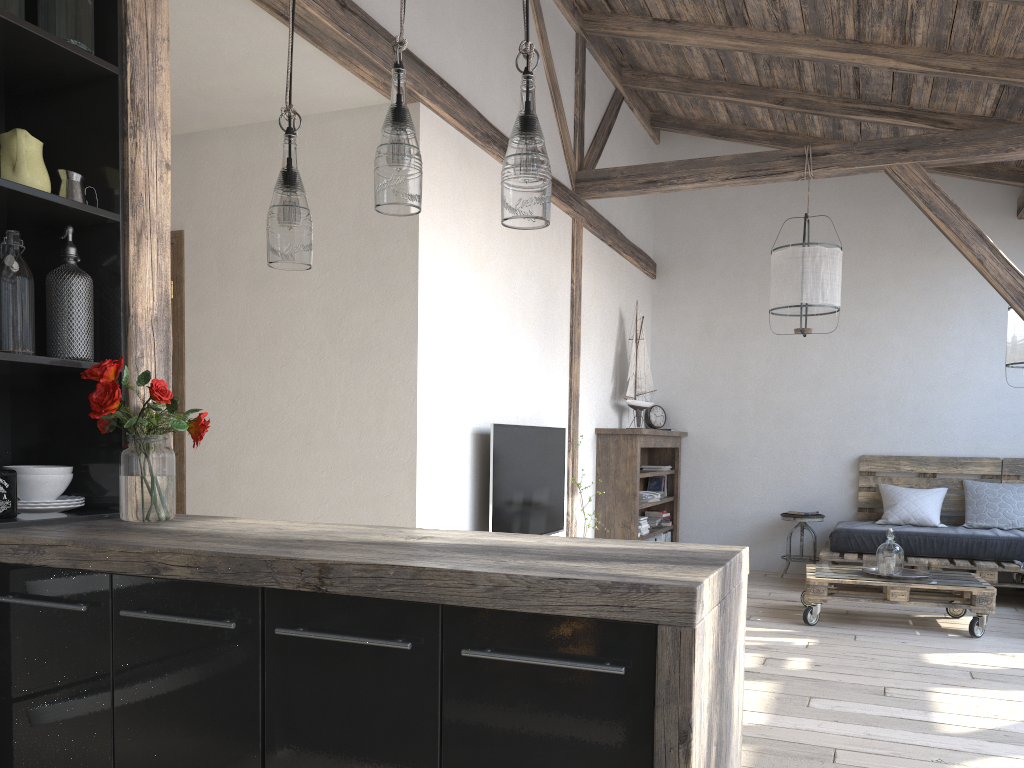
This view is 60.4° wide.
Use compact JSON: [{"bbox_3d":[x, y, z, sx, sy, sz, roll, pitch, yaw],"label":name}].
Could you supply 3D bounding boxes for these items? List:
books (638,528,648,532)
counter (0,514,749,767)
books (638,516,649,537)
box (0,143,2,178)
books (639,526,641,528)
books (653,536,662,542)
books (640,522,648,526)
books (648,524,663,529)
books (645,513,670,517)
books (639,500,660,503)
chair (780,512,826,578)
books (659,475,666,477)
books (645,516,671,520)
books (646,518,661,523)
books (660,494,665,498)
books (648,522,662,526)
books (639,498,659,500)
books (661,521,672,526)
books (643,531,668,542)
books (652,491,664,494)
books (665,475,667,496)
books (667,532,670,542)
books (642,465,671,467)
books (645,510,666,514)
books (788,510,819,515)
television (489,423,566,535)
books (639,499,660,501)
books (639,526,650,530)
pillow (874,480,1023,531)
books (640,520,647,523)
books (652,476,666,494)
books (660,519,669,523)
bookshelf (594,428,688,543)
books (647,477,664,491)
[{"bbox_3d":[0.951,1.127,6.809,0.157,0.017,0.219,-1,-4,22],"label":"books"},{"bbox_3d":[0.358,0.699,0.760,3.809,0.855,2.243,-1,-3,22],"label":"counter"},{"bbox_3d":[0.884,1.071,6.677,0.206,0.152,0.549,0,-3,22],"label":"books"},{"bbox_3d":[-1.253,-0.514,2.057,0.082,0.114,0.082,1,1,32],"label":"box"},{"bbox_3d":[0.843,1.062,6.510,0.157,0.017,0.219,-1,-4,27],"label":"books"},{"bbox_3d":[1.159,1.369,7.321,0.157,0.213,0.090,1,2,22],"label":"books"},{"bbox_3d":[0.960,1.081,6.814,0.139,0.018,0.185,-1,-4,22],"label":"books"},{"bbox_3d":[1.140,1.182,7.310,0.152,0.024,0.228,-1,-4,31],"label":"books"},{"bbox_3d":[1.247,1.120,7.545,0.157,0.021,0.219,-1,-4,26],"label":"books"},{"bbox_3d":[1.020,0.915,6.906,0.204,0.009,0.258,-1,-4,31],"label":"books"},{"bbox_3d":[2.355,1.313,7.156,0.353,0.523,0.353,1,1,26],"label":"chair"},{"bbox_3d":[1.247,0.871,7.569,0.139,0.192,0.050,1,3,21],"label":"books"},{"bbox_3d":[1.255,1.145,7.551,0.161,0.026,0.203,-1,-4,30],"label":"books"},{"bbox_3d":[1.144,1.137,7.317,0.152,0.024,0.228,0,-4,18],"label":"books"},{"bbox_3d":[1.172,0.938,7.380,0.161,0.030,0.219,-1,-4,25],"label":"books"},{"bbox_3d":[1.142,1.159,7.316,0.159,0.023,0.211,-1,-4,22],"label":"books"},{"bbox_3d":[1.030,0.899,6.926,0.204,0.009,0.258,-1,-4,24],"label":"books"},{"bbox_3d":[1.254,1.194,7.550,0.218,0.030,0.162,0,-4,15],"label":"books"},{"bbox_3d":[1.168,1.358,7.400,0.201,0.249,0.411,1,-2,23],"label":"books"},{"bbox_3d":[1.174,0.911,7.370,0.150,0.021,0.205,-1,-4,26],"label":"books"},{"bbox_3d":[1.269,0.870,7.617,0.135,0.202,0.021,1,3,22],"label":"books"},{"bbox_3d":[1.289,1.388,7.630,0.157,0.220,0.021,1,3,22],"label":"books"},{"bbox_3d":[1.224,0.697,7.464,0.204,0.009,0.258,0,-4,19],"label":"books"},{"bbox_3d":[1.235,1.101,7.567,0.143,0.019,0.202,-1,-4,22],"label":"books"},{"bbox_3d":[2.358,1.040,7.118,0.205,0.021,0.150,4,-5,-39],"label":"books"},{"bbox_3d":[0.096,0.584,4.840,0.206,0.707,1.103,2,-1,22],"label":"television"},{"bbox_3d":[1.023,0.907,6.914,0.204,0.009,0.258,-1,-4,27],"label":"books"},{"bbox_3d":[0.959,1.111,6.824,0.157,0.017,0.219,-1,-4,27],"label":"books"},{"bbox_3d":[3.371,0.907,6.692,1.129,0.357,0.350,0,-1,22],"label":"pillow"},{"bbox_3d":[0.938,1.064,6.831,0.157,0.017,0.219,-1,-4,27],"label":"books"},{"bbox_3d":[1.241,0.878,7.544,0.139,0.177,0.059,1,3,21],"label":"books"},{"bbox_3d":[1.246,1.168,7.544,0.204,0.021,0.150,0,-4,11],"label":"books"},{"bbox_3d":[1.052,0.957,7.002,0.347,1.177,1.624,2,-1,22],"label":"bookshelf"},{"bbox_3d":[1.226,0.878,7.515,0.131,0.173,0.081,1,2,23],"label":"books"}]
